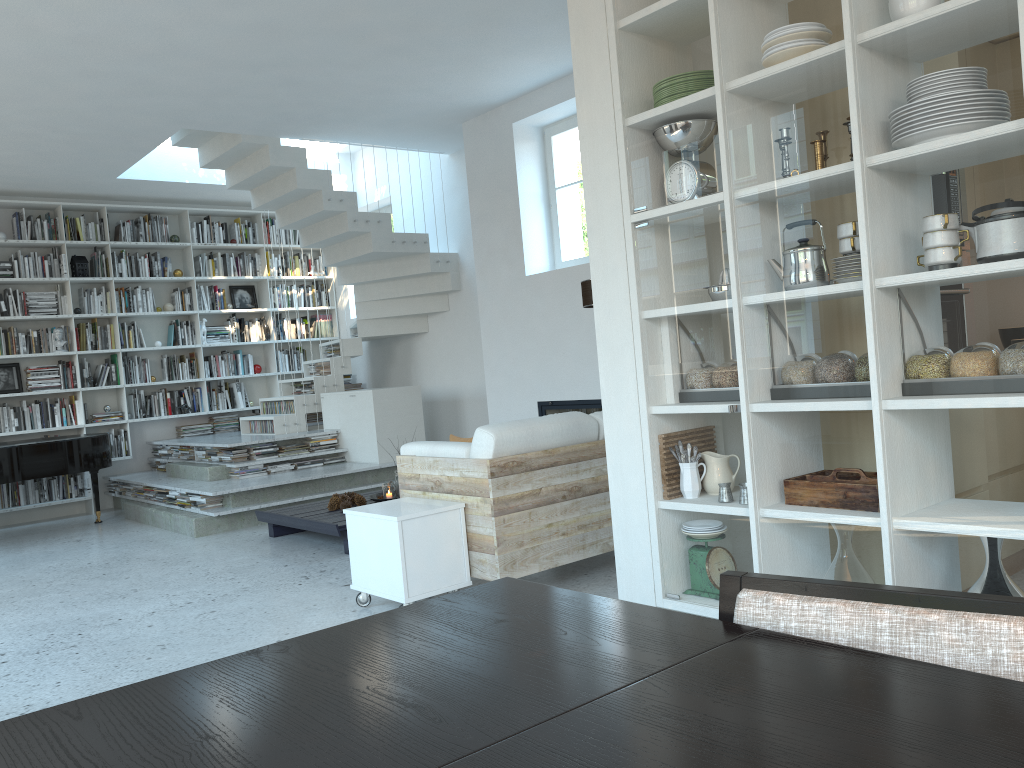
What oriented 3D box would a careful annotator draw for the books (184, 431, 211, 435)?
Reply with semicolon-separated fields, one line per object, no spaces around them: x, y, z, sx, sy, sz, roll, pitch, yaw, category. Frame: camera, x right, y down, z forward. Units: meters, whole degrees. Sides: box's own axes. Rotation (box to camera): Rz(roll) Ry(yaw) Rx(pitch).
-3.497;0.543;9.769;0.308;0.008;0.195;-6;2;-35;books

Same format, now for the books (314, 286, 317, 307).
-2.412;-1.044;10.705;0.028;0.268;0.173;-7;2;-39;books

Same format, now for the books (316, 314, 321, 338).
-2.368;-0.691;10.731;0.033;0.294;0.169;-7;2;-39;books

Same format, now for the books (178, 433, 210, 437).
-3.495;0.558;9.770;0.308;0.008;0.195;-6;2;-43;books

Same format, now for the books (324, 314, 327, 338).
-2.305;-0.698;10.778;0.018;0.293;0.169;-7;2;-39;books

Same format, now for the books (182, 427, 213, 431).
-3.499;0.497;9.772;0.345;0.007;0.193;-6;2;-42;books

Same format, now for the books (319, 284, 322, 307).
-2.358;-1.058;10.769;0.013;0.283;0.149;-7;2;-39;books

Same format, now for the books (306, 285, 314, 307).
-2.442;-1.049;10.689;0.012;0.283;0.151;-7;2;-39;books

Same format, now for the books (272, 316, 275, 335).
-2.822;-0.642;10.375;0.010;0.293;0.164;-7;2;-39;books

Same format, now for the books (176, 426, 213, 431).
-3.502;0.490;9.774;0.345;0.007;0.193;-6;2;-37;books

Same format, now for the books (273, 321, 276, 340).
-2.812;-0.616;10.382;0.010;0.239;0.147;-7;2;-39;books

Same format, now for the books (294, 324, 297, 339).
-2.613;-0.610;10.547;0.030;0.184;0.137;-7;2;-39;books

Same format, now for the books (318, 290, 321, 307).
-2.375;-1.024;10.745;0.025;0.220;0.177;-7;2;-39;books

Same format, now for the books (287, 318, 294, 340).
-2.653;-0.644;10.487;0.056;0.261;0.176;-7;2;-39;books

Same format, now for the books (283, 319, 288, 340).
-2.701;-0.631;10.448;0.026;0.246;0.180;-7;2;-39;books

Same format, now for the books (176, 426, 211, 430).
-3.497;0.482;9.767;0.345;0.007;0.193;-6;2;-44;books

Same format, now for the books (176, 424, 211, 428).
-3.504;0.460;9.773;0.345;0.007;0.193;-6;2;-41;books

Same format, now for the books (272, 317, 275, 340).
-2.826;-0.634;10.352;0.025;0.277;0.160;-7;2;-39;books

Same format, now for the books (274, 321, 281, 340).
-2.781;-0.619;10.420;0.066;0.236;0.144;-7;2;-39;books

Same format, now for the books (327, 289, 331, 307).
-2.266;-1.035;10.830;0.021;0.219;0.184;-7;2;-39;books

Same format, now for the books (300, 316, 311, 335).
-2.478;-0.672;10.653;0.026;0.278;0.170;-7;2;-39;books

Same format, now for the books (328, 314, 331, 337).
-2.266;-0.703;10.816;0.018;0.293;0.169;-7;2;-39;books

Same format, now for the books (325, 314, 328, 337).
-2.293;-0.700;10.793;0.018;0.293;0.169;-7;2;-39;books

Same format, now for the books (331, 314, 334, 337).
-2.238;-0.706;10.839;0.018;0.293;0.169;-7;2;-39;books

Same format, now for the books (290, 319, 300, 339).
-2.586;-0.644;10.549;0.022;0.247;0.181;-7;2;-39;books

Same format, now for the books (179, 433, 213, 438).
-3.494;0.565;9.769;0.345;0.007;0.193;-6;2;-35;books

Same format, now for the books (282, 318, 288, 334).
-2.691;-0.642;10.472;0.022;0.265;0.157;-7;2;-39;books

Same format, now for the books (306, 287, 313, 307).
-2.461;-1.031;10.684;0.025;0.252;0.160;-7;2;-39;books

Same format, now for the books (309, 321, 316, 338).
-2.423;-0.643;10.682;0.088;0.217;0.167;-7;2;-39;books

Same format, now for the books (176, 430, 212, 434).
-3.500;0.528;9.774;0.345;0.007;0.193;-6;2;-41;books

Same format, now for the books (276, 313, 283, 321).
-2.732;-0.667;10.450;0.012;0.322;0.141;-7;2;-39;books

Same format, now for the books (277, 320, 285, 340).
-2.730;-0.627;10.426;0.022;0.243;0.170;-7;2;-39;books

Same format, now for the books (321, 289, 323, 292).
-2.331;-1.035;10.814;0.024;0.230;0.131;-7;2;-39;books

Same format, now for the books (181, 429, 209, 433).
-3.505;0.513;9.777;0.308;0.008;0.195;-6;2;-39;books

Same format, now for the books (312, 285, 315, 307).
-2.430;-1.047;10.694;0.013;0.277;0.188;-7;2;-39;books

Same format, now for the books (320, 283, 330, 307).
-2.293;-1.069;10.808;0.041;0.292;0.186;-7;2;-39;books

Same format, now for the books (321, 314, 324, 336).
-2.335;-0.695;10.758;0.018;0.293;0.169;-7;2;-39;books

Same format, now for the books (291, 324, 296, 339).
-2.620;-0.611;10.514;0.023;0.189;0.169;-7;2;-39;books

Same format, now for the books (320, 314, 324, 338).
-2.341;-0.694;10.736;0.018;0.293;0.169;-7;2;-39;books

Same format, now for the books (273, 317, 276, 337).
-2.813;-0.637;10.395;0.010;0.279;0.147;-7;2;-39;books

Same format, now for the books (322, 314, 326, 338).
-2.321;-0.697;10.770;0.018;0.293;0.169;-7;2;-39;books

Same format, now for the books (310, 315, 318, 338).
-2.397;-0.686;10.708;0.072;0.291;0.169;-7;2;-39;books

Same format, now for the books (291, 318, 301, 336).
-2.574;-0.652;10.573;0.029;0.259;0.171;-7;2;-39;books

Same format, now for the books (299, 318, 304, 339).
-2.545;-0.653;10.607;0.012;0.254;0.161;-7;2;-39;books

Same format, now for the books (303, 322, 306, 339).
-2.517;-0.632;10.637;0.014;0.207;0.138;-7;2;-39;books

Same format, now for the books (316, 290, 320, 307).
-2.388;-1.018;10.722;0.025;0.211;0.188;-7;2;-39;books

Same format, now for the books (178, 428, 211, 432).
-3.495;0.505;9.768;0.308;0.008;0.195;-6;2;-34;books

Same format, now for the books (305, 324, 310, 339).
-2.476;-0.623;10.618;0.024;0.181;0.191;-7;2;-39;books

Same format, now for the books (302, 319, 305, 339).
-2.532;-0.652;10.621;0.025;0.249;0.134;-7;2;-39;books

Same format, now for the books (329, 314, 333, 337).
-2.245;-0.705;10.819;0.018;0.293;0.169;-7;2;-39;books

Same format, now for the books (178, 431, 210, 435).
-3.501;0.535;9.773;0.308;0.008;0.195;-6;2;-37;books

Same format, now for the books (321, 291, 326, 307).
-2.327;-1.017;10.771;0.029;0.195;0.192;-7;2;-39;books

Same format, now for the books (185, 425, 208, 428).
-3.503;0.468;9.773;0.308;0.008;0.195;-6;2;-37;books

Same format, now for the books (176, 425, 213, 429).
-3.503;0.475;9.774;0.345;0.007;0.193;-6;2;-37;books

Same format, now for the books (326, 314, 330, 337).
-2.276;-0.701;10.801;0.018;0.293;0.169;-7;2;-39;books

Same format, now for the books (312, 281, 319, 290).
-2.375;-1.080;10.767;0.013;0.330;0.140;-7;2;-39;books

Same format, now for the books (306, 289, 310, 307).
-2.487;-1.021;10.676;0.028;0.237;0.146;-7;2;-39;books

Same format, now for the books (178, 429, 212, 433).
-3.496;0.520;9.767;0.308;0.008;0.195;-6;2;-44;books

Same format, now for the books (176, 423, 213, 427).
-3.505;0.453;9.773;0.345;0.007;0.193;-6;2;-37;books

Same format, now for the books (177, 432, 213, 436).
-3.494;0.550;9.767;0.345;0.007;0.193;-6;2;-34;books
